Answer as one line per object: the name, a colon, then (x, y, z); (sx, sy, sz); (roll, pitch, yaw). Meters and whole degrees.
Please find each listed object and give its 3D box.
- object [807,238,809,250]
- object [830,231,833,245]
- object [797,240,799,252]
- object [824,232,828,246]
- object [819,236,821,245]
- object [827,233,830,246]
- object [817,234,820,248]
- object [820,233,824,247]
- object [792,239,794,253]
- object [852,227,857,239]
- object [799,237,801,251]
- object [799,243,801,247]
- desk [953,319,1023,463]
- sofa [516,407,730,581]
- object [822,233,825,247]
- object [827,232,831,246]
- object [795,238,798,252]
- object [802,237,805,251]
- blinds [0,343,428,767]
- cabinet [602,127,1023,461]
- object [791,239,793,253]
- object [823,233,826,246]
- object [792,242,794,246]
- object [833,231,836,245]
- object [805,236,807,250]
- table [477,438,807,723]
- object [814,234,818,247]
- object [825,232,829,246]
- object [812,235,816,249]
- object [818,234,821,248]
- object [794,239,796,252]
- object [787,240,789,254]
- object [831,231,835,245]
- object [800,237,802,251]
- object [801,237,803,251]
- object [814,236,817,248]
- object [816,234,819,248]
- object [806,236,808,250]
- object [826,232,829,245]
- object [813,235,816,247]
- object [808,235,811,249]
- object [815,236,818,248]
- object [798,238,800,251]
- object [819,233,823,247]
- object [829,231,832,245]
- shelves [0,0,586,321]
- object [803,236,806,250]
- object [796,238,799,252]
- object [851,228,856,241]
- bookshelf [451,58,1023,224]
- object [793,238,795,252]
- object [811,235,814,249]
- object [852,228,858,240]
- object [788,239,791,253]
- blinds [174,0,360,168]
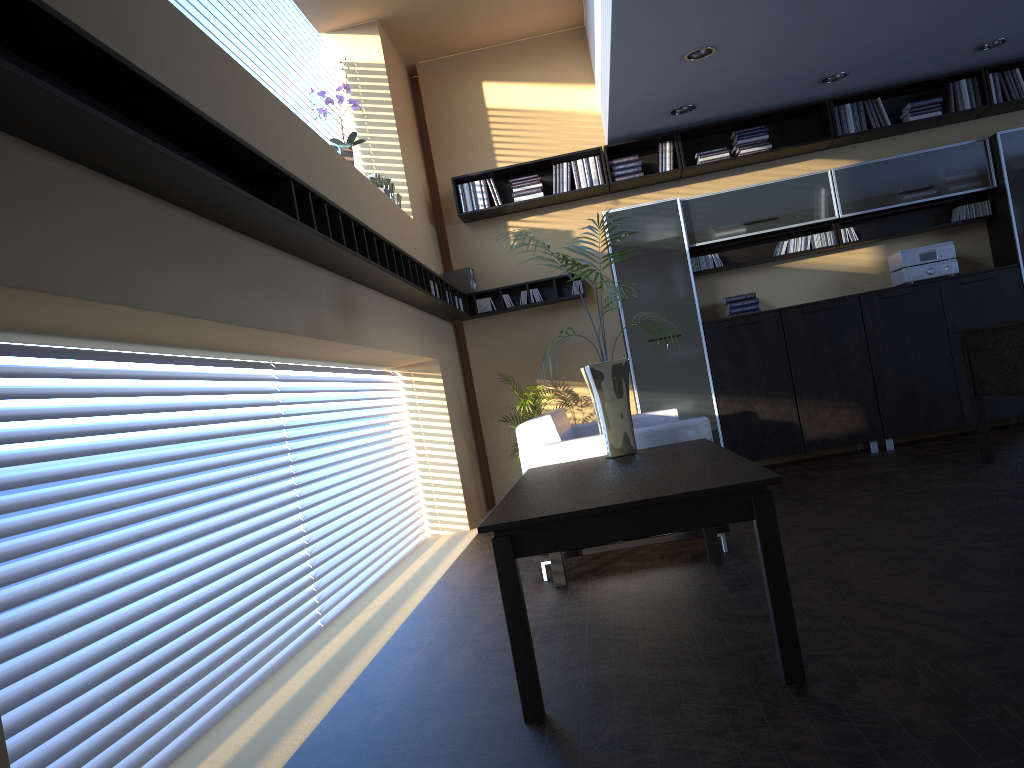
object: (2.549, -1.212, 7.671); (0.036, 0.116, 0.140); (-10, -1, 5)
object: (2.742, -1.247, 7.656); (0.009, 0.120, 0.142); (-10, -1, 5)
object: (2.470, -1.197, 7.684); (0.040, 0.118, 0.142); (-10, -1, 5)
object: (2.693, -1.238, 7.657); (0.009, 0.120, 0.142); (-10, -1, 5)
object: (2.643, -1.229, 7.659); (0.006, 0.118, 0.140); (-10, -1, 5)
object: (2.713, -1.242, 7.659); (0.006, 0.118, 0.140); (-10, -1, 5)
object: (2.633, -1.227, 7.660); (0.009, 0.120, 0.142); (-10, -1, 5)
object: (2.663, -1.233, 7.657); (0.009, 0.120, 0.142); (-10, -1, 6)
object: (2.421, -1.188, 7.688); (0.036, 0.116, 0.140); (-10, -1, 6)
object: (2.935, -1.281, 7.637); (0.040, 0.118, 0.142); (-10, -1, 6)
object: (2.480, -1.199, 7.680); (0.036, 0.116, 0.140); (-10, -1, 6)
object: (2.480, -1.199, 7.682); (0.040, 0.118, 0.142); (-10, -1, 6)
desk: (3.368, 0.004, 4.923); (0.914, 0.890, 1.894); (-10, -1, 6)
sofa: (0.659, 0.528, 5.568); (1.015, 0.848, 2.056); (-10, -1, 6)
object: (2.674, -1.234, 7.667); (0.009, 0.120, 0.142); (-10, -1, 6)
object: (2.722, -1.244, 7.653); (0.009, 0.120, 0.142); (-10, -1, 5)
object: (2.450, -1.193, 7.684); (0.040, 0.118, 0.142); (-10, -1, 6)
object: (2.510, -1.204, 7.683); (0.040, 0.118, 0.142); (-10, -1, 5)
blinds: (-1.086, 0.561, 4.429); (0.047, 1.367, 5.390); (-10, -1, 6)
cabinet: (2.898, -0.625, 7.530); (3.878, 2.399, 0.490); (-10, 0, 6)
object: (2.411, -1.186, 7.686); (0.036, 0.116, 0.140); (-10, -1, 6)
object: (2.683, -1.236, 7.656); (0.009, 0.120, 0.142); (-10, -1, 5)
object: (2.421, -1.188, 7.690); (0.040, 0.118, 0.142); (-10, -1, 6)
object: (2.762, -1.251, 7.648); (0.009, 0.120, 0.142); (-10, -1, 5)
object: (2.529, -1.208, 7.678); (0.040, 0.118, 0.142); (-10, -1, 5)
table: (0.483, 0.644, 3.529); (0.898, 0.603, 1.894); (-10, -1, 6)
object: (2.615, -1.224, 7.673); (0.009, 0.120, 0.142); (-10, -1, 6)
object: (2.703, -1.240, 7.661); (0.009, 0.120, 0.142); (-10, -1, 6)
object: (2.594, -1.220, 7.666); (0.009, 0.120, 0.142); (-10, -1, 6)
object: (2.643, -1.229, 7.662); (0.009, 0.120, 0.142); (-10, -1, 6)
object: (2.441, -1.192, 7.686); (0.036, 0.116, 0.140); (-10, -1, 5)
object: (2.381, -1.181, 7.689); (0.040, 0.118, 0.142); (-10, -1, 5)
object: (2.751, -1.249, 7.647); (0.009, 0.120, 0.142); (-10, -1, 6)
object: (2.489, -1.201, 7.675); (0.040, 0.118, 0.142); (-10, -1, 6)
object: (2.499, -1.202, 7.680); (0.040, 0.118, 0.142); (-10, -1, 6)
object: (2.604, -1.222, 7.666); (0.006, 0.118, 0.140); (-10, -1, 6)
object: (2.624, -1.226, 7.664); (0.006, 0.118, 0.140); (-10, -1, 6)
object: (2.539, -1.210, 7.676); (0.040, 0.118, 0.142); (-10, -1, 5)
object: (2.713, -1.242, 7.665); (0.009, 0.120, 0.142); (-10, -1, 6)
object: (2.604, -1.222, 7.669); (0.009, 0.120, 0.142); (-10, -1, 6)
object: (2.558, -1.213, 7.672); (0.040, 0.118, 0.142); (-10, -1, 6)
object: (2.615, -1.224, 7.670); (0.006, 0.118, 0.140); (-10, -1, 6)
object: (2.470, -1.197, 7.678); (0.036, 0.116, 0.140); (-10, -1, 5)
object: (2.653, -1.231, 7.664); (0.009, 0.120, 0.142); (-10, -1, 5)
object: (2.732, -1.245, 7.652); (0.009, 0.120, 0.142); (-10, -1, 6)
shelves: (-0.286, -0.783, 4.764); (1.249, 0.213, 6.620); (-10, -1, 6)
object: (2.519, -1.206, 7.675); (0.040, 0.118, 0.142); (-10, -1, 6)
object: (2.460, -1.195, 7.686); (0.040, 0.118, 0.142); (-10, -1, 6)
object: (2.920, -1.279, 7.635); (0.026, 0.117, 0.140); (-10, -1, 6)
bookshelf: (2.024, -2.092, 7.647); (5.127, 0.340, 0.361); (-10, 0, 6)
object: (2.430, -1.190, 7.682); (0.040, 0.118, 0.142); (-10, -1, 5)
object: (2.584, -1.218, 7.669); (0.009, 0.120, 0.142); (-10, -1, 6)
object: (2.935, -1.281, 7.634); (0.036, 0.116, 0.140); (-10, -1, 6)
object: (2.390, -1.183, 7.688); (0.040, 0.118, 0.142); (-10, -1, 6)
blinds: (-1.547, -1.975, 4.416); (0.039, 1.461, 5.390); (-10, -1, 6)
